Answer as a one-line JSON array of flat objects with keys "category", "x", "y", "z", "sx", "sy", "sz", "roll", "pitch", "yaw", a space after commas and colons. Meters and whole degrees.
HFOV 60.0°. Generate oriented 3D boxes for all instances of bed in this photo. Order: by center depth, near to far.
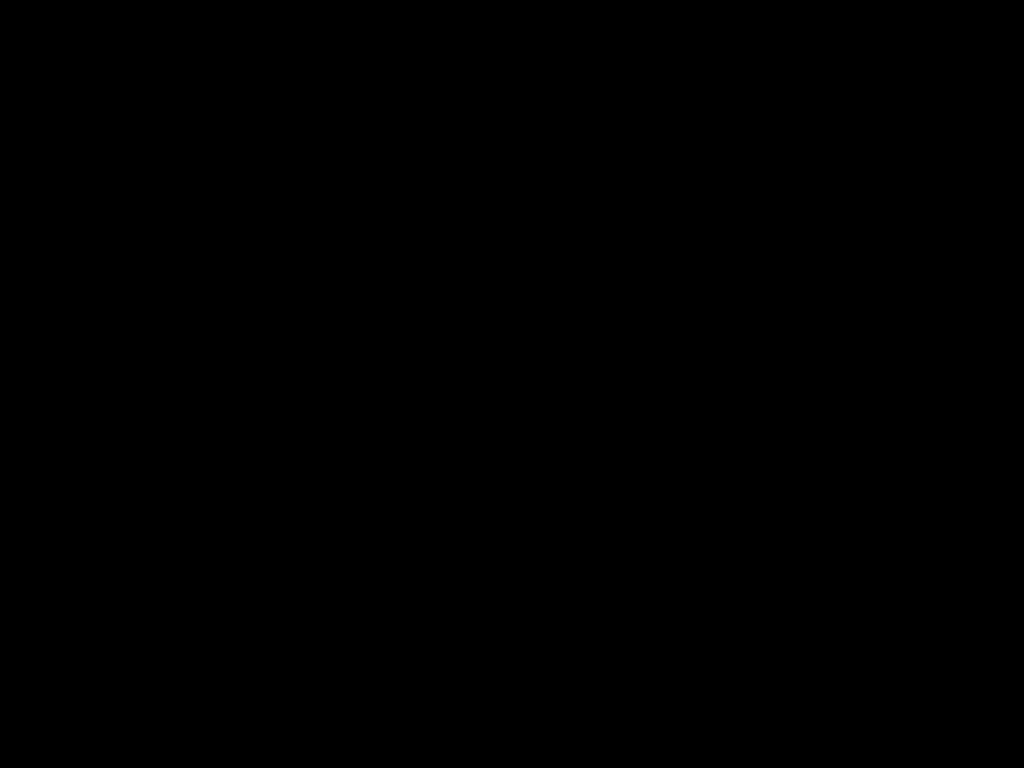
[{"category": "bed", "x": -0.290, "y": -0.320, "z": 0.595, "sx": 2.087, "sy": 0.994, "sz": 3.009, "roll": 14, "pitch": 6, "yaw": 37}]
